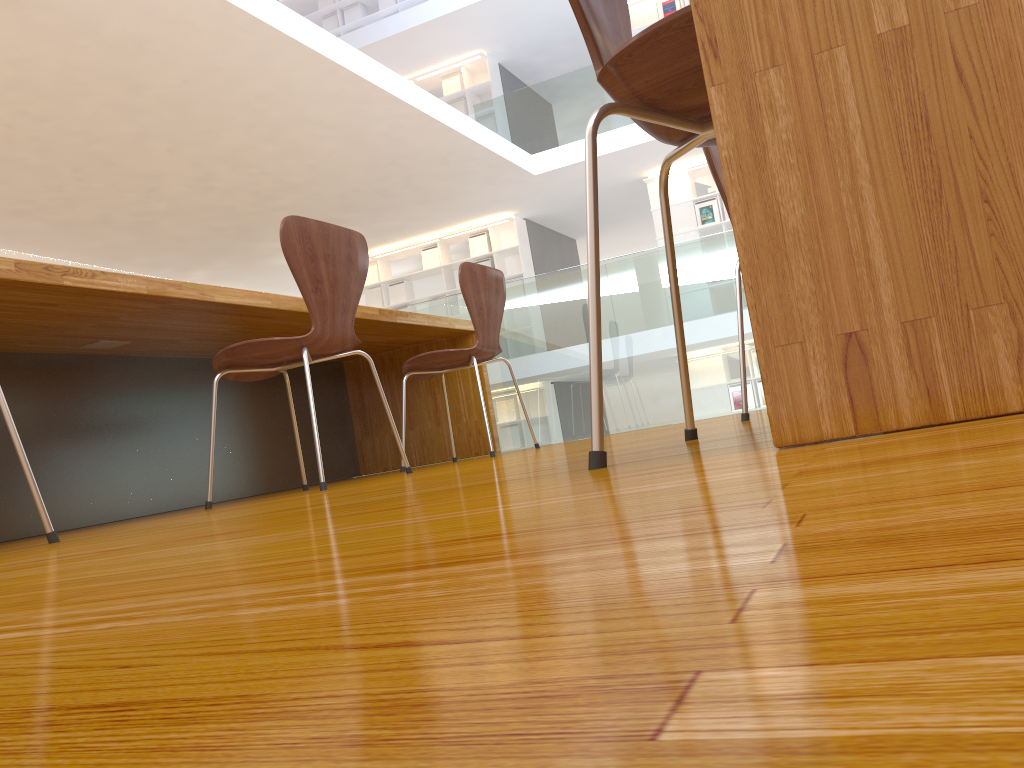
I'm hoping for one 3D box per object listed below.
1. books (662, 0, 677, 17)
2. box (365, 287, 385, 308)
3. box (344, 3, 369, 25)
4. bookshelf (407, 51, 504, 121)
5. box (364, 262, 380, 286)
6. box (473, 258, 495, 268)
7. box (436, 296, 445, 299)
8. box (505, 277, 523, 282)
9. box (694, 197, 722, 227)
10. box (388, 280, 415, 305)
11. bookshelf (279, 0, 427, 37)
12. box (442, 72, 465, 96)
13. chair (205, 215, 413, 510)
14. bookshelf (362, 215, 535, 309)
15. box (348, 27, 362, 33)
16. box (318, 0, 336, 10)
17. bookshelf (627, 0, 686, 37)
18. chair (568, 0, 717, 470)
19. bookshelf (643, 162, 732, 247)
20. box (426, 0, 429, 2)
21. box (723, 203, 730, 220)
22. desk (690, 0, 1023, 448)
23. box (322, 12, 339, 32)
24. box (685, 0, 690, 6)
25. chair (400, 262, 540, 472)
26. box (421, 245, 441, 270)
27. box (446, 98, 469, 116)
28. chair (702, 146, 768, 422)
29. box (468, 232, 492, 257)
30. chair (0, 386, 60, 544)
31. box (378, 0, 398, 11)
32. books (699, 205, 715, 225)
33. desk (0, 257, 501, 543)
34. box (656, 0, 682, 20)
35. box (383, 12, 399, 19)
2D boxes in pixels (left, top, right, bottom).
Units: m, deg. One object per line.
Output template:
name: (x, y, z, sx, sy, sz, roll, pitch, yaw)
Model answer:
books: (1.761, -4.187, 9.907, 0.145, 0.210, 0.037, -11, -4, 23)
box: (-1.767, -1.099, 11.640, 0.245, 0.296, 0.274, -11, -4, 23)
box: (-2.065, -4.837, 11.742, 0.245, 0.296, 0.274, -11, -4, 23)
bookshelf: (-1.471, -2.895, 11.423, 2.984, 1.836, 0.498, -11, -4, 23)
box: (-1.822, -1.422, 11.661, 0.245, 0.296, 0.274, -11, -4, 23)
box: (-0.325, -1.386, 11.012, 0.245, 0.296, 0.274, -11, -4, 23)
box: (-0.900, -0.937, 11.265, 0.245, 0.296, 0.274, -11, -4, 23)
box: (0.069, -1.130, 10.843, 0.245, 0.296, 0.274, -11, -4, 23)
box: (2.187, -1.890, 9.851, 0.245, 0.296, 0.274, -11, -4, 23)
box: (-1.440, -1.163, 11.498, 0.245, 0.296, 0.274, -11, -4, 23)
bookshelf: (-1.808, -4.878, 11.555, 2.984, 1.836, 0.498, -11, -4, 23)
box: (-0.720, -3.722, 11.167, 0.245, 0.296, 0.274, -11, -4, 23)
chair: (-0.588, -0.052, 2.404, 0.381, 0.693, 0.428, -11, -4, 23)
bookshelf: (-1.129, -0.882, 11.289, 2.984, 1.836, 0.498, -11, -4, 23)
box: (-2.022, -4.511, 11.726, 0.245, 0.296, 0.274, -11, -4, 23)
box: (-2.446, -5.095, 11.905, 0.245, 0.296, 0.274, -11, -4, 23)
bookshelf: (3.012, -3.786, 9.477, 3.666, 1.836, 0.498, -11, -4, 23)
chair: (0.265, -0.289, 0.958, 0.381, 0.693, 0.428, -11, -4, 23)
bookshelf: (3.354, -1.772, 9.343, 3.666, 1.836, 0.498, -11, -4, 23)
box: (-0.929, -4.728, 11.250, 0.245, 0.296, 0.274, -11, -4, 23)
box: (2.466, -1.944, 9.743, 0.245, 0.296, 0.274, -11, -4, 23)
desk: (1.303, -0.578, 1.894, 1.248, 1.022, 3.216, -11, -4, 23)
box: (-2.382, -4.773, 11.880, 0.245, 0.296, 0.274, -11, -4, 23)
box: (2.064, -4.281, 9.887, 0.245, 0.296, 0.274, -11, -4, 23)
chair: (-0.202, -0.058, 3.295, 0.381, 0.693, 0.428, -11, -4, 23)
box: (-0.991, -1.588, 11.297, 0.245, 0.296, 0.274, -11, -4, 23)
box: (-0.667, -3.400, 11.146, 0.245, 0.296, 0.274, -11, -4, 23)
chair: (0.676, -0.290, 1.999, 0.381, 0.693, 0.428, -11, -4, 23)
box: (-0.378, -1.709, 11.033, 0.245, 0.296, 0.274, -11, -4, 23)
chair: (-1.068, -0.038, 1.392, 0.381, 0.693, 0.428, -11, -4, 23)
box: (-1.579, -4.933, 11.531, 0.245, 0.296, 0.274, -11, -4, 23)
books: (2.148, -1.854, 9.757, 0.145, 0.210, 0.037, -11, -4, 23)
desk: (-1.417, 0.247, 2.830, 1.527, 0.785, 3.243, -11, -4, 23)
box: (1.787, -4.224, 10.008, 0.245, 0.296, 0.274, -11, -4, 23)
box: (-1.512, -4.612, 11.504, 0.245, 0.296, 0.274, -11, -4, 23)
